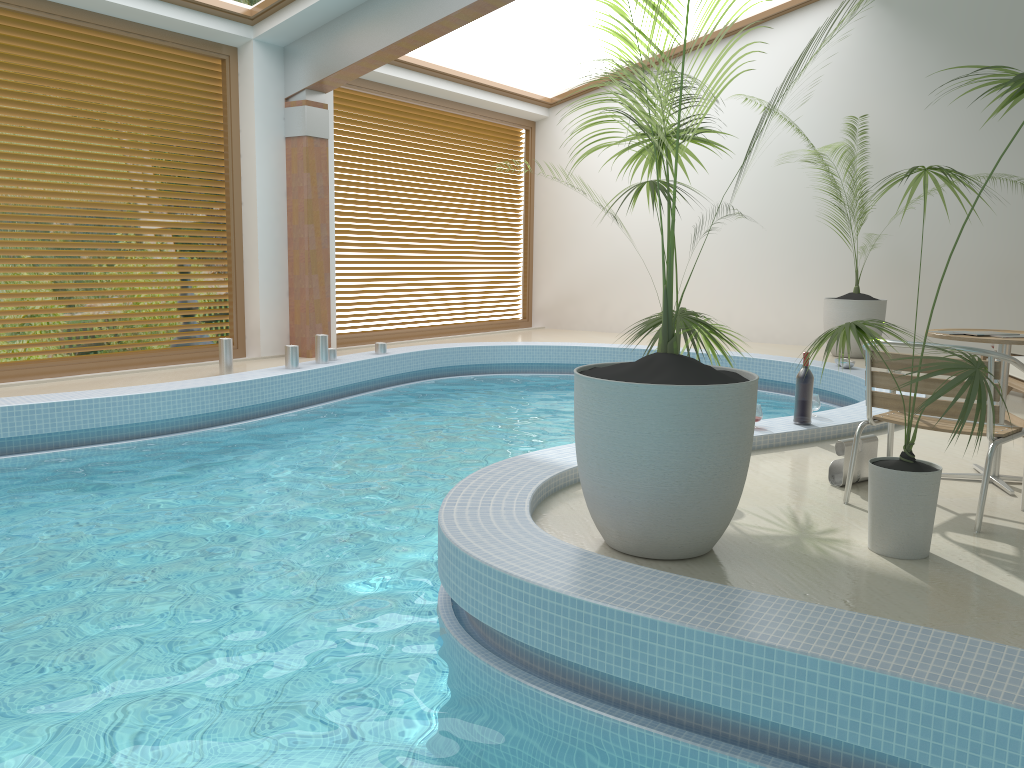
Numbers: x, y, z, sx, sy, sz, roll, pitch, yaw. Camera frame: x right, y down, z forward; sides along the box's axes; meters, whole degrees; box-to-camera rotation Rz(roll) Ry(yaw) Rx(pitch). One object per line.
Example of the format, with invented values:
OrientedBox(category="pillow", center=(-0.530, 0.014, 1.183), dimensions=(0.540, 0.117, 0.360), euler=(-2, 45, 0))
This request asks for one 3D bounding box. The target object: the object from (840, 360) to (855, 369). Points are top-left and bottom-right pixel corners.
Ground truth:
OrientedBox(category="object", center=(3.081, -0.176, 8.155), dimensions=(0.140, 0.069, 0.140), euler=(1, 8, 3))

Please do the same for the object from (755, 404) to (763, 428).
OrientedBox(category="object", center=(1.422, 0.187, 5.213), dimensions=(0.102, 0.137, 0.102), euler=(8, 11, 42))

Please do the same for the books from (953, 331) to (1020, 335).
OrientedBox(category="books", center=(2.247, -0.241, 4.212), dimensions=(0.241, 0.004, 0.166), euler=(-1, 8, -15))

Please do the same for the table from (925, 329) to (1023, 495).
OrientedBox(category="table", center=(2.355, 0.120, 4.293), dimensions=(0.700, 0.720, 0.700), euler=(-5, 10, -36))

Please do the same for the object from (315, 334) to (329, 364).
OrientedBox(category="object", center=(-1.702, -0.313, 7.938), dimensions=(0.115, 0.254, 0.115), euler=(-1, 8, -16))

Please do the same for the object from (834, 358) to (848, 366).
OrientedBox(category="object", center=(3.102, -0.202, 8.335), dimensions=(0.140, 0.069, 0.140), euler=(1, 8, 3))

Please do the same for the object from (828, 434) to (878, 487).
OrientedBox(category="object", center=(1.641, 0.363, 4.264), dimensions=(0.272, 0.223, 0.081), euler=(-5, 10, -36))

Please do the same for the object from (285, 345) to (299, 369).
OrientedBox(category="object", center=(-1.873, -0.230, 7.547), dimensions=(0.115, 0.194, 0.115), euler=(-1, 8, -16))

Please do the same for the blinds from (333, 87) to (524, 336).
OrientedBox(category="blinds", center=(-1.102, -2.107, 11.544), dimensions=(0.095, 2.921, 4.414), euler=(6, 10, 34))

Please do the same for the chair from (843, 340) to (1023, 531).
OrientedBox(category="chair", center=(1.854, 0.167, 3.840), dimensions=(0.563, 0.727, 0.618), euler=(-7, 11, -43))

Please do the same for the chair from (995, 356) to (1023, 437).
OrientedBox(category="chair", center=(4.155, -0.107, 5.544), dimensions=(1.903, 0.866, 0.861), euler=(3, 8, 12))

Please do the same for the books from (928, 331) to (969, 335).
OrientedBox(category="books", center=(2.151, -0.247, 4.277), dimensions=(0.241, 0.004, 0.166), euler=(-1, 8, -15))

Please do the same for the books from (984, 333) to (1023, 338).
OrientedBox(category="books", center=(2.335, -0.227, 4.154), dimensions=(0.241, 0.004, 0.166), euler=(-1, 8, -15))

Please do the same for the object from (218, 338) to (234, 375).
OrientedBox(category="object", center=(-2.455, -0.231, 7.614), dimensions=(0.115, 0.320, 0.115), euler=(0, 8, -7))

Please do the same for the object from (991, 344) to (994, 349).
OrientedBox(category="object", center=(4.411, -0.355, 8.068), dimensions=(0.102, 0.137, 0.102), euler=(-6, 11, -41))

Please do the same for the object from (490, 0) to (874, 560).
OrientedBox(category="object", center=(0.651, -0.897, 3.275), dimensions=(2.729, 2.960, 2.979), euler=(-6, 10, -38))

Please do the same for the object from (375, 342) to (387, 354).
OrientedBox(category="object", center=(-1.298, -0.353, 8.778), dimensions=(0.115, 0.107, 0.115), euler=(0, 8, -7))

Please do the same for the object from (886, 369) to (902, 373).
OrientedBox(category="object", center=(3.563, -0.106, 8.275), dimensions=(0.140, 0.069, 0.140), euler=(1, 8, 3))

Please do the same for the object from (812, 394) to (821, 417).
OrientedBox(category="object", center=(1.907, 0.134, 5.631), dimensions=(0.102, 0.137, 0.102), euler=(8, 11, 42))

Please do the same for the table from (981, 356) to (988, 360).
OrientedBox(category="table", center=(4.453, -0.147, 8.006), dimensions=(0.283, 0.255, 0.320), euler=(0, 8, -4))

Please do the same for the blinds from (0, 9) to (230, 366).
OrientedBox(category="blinds", center=(-4.005, -1.539, 7.281), dimensions=(0.095, 2.921, 4.200), euler=(6, 10, 34))

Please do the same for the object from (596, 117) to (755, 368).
OrientedBox(category="object", center=(0.721, -0.376, 4.138), dimensions=(0.791, 1.695, 1.059), euler=(4, 9, 21))

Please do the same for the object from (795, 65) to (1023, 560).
OrientedBox(category="object", center=(1.526, -0.219, 3.134), dimensions=(0.791, 1.695, 1.059), euler=(-2, 9, -20))

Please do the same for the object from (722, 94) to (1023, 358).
OrientedBox(category="object", center=(3.919, -1.752, 9.580), dimensions=(2.979, 2.960, 2.729), euler=(1, 8, -2))

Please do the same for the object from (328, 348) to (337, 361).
OrientedBox(category="object", center=(-1.675, -0.274, 8.184), dimensions=(0.115, 0.107, 0.115), euler=(0, 8, -7))

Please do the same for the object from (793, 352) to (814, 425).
OrientedBox(category="object", center=(1.754, 0.024, 5.320), dimensions=(0.109, 0.435, 0.109), euler=(-2, 9, -21))

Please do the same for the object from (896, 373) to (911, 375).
OrientedBox(category="object", center=(3.196, -0.045, 7.254), dimensions=(0.140, 0.069, 0.140), euler=(1, 8, 3))

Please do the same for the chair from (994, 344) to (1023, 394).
OrientedBox(category="chair", center=(4.981, -0.320, 7.115), dimensions=(1.903, 0.866, 0.861), euler=(0, 8, -4))
